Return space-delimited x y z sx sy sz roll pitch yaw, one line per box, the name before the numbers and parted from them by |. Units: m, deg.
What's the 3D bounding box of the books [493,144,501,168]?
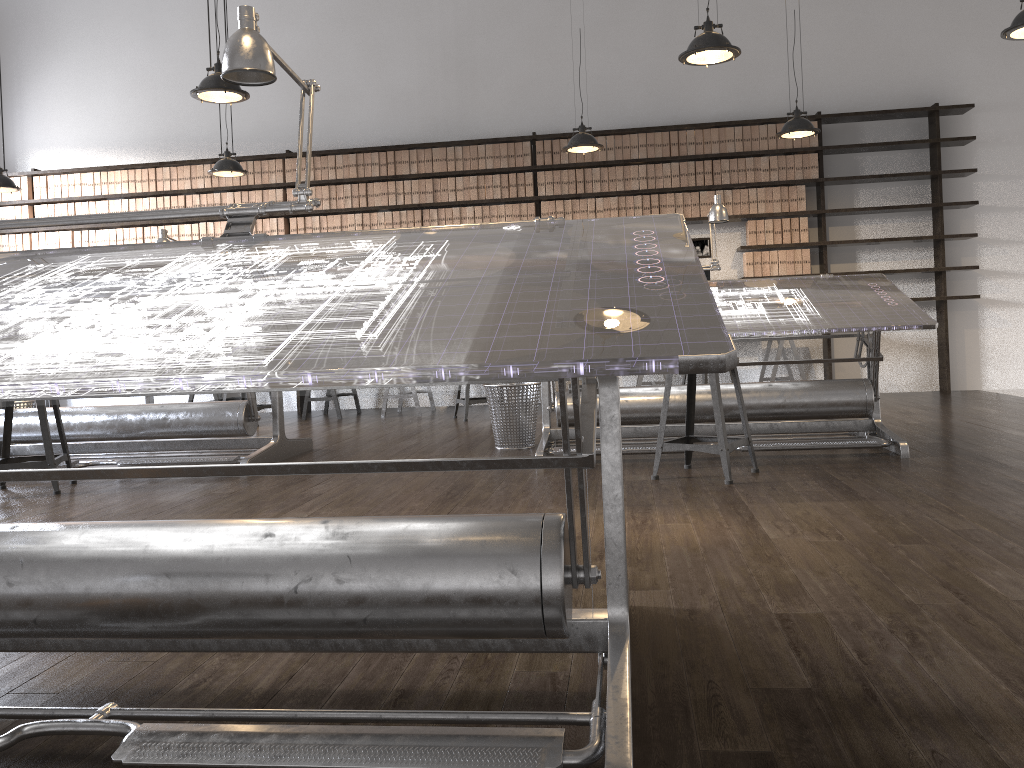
books | -0.128 -2.062 8.084 0.066 0.225 0.175 -2 1 7

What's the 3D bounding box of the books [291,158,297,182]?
books | -2.004 -1.993 8.316 0.067 0.226 0.175 -2 1 7

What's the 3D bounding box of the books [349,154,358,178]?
books | -1.452 -2.014 8.247 0.067 0.226 0.175 -2 1 7

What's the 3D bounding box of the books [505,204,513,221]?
books | -0.012 -1.514 8.069 0.066 0.225 0.175 -2 1 7

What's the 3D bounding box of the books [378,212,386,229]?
books | -1.189 -1.471 8.221 0.066 0.225 0.174 -2 1 7

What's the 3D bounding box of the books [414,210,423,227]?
books | -0.844 -1.484 8.176 0.067 0.226 0.175 -2 1 7

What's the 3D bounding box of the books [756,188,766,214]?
books | 2.184 -1.601 7.795 0.066 0.225 0.175 -2 1 7

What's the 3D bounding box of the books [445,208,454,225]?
books | -0.558 -1.494 8.145 0.066 0.225 0.175 -2 1 7

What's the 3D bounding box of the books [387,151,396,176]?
books | -1.100 -2.027 8.203 0.067 0.226 0.175 -2 1 7

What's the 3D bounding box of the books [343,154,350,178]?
books | -1.518 -2.012 8.260 0.066 0.225 0.175 -2 1 7

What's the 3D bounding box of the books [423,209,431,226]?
books | -0.769 -1.487 8.172 0.066 0.225 0.175 -2 1 7

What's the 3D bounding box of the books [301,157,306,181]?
books | -1.932 -1.996 8.307 0.066 0.225 0.175 -2 1 7

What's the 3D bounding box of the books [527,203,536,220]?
books | 0.187 -1.521 8.050 0.066 0.225 0.175 -2 1 7

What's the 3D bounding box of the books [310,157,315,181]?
books | -1.860 -1.999 8.301 0.066 0.225 0.174 -2 1 7

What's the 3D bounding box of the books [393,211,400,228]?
books | -1.046 -1.476 8.200 0.067 0.226 0.175 -2 1 7

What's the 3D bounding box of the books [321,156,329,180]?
books | -1.722 -2.004 8.286 0.066 0.225 0.175 -2 1 7

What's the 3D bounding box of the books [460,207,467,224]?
books | -0.425 -1.499 8.127 0.066 0.225 0.175 -2 1 7

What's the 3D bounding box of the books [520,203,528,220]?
books | 0.117 -1.519 8.058 0.066 0.225 0.175 -2 1 7

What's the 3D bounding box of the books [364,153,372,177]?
books | -1.314 -2.019 8.235 0.066 0.225 0.174 -2 1 7

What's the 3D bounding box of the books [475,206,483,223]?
books | -0.292 -1.504 8.106 0.067 0.226 0.175 -2 1 7

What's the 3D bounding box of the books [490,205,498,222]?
books | -0.152 -1.509 8.095 0.066 0.225 0.174 -2 1 7

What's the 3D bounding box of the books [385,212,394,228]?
books | -1.117 -1.473 8.209 0.066 0.225 0.175 -2 1 7

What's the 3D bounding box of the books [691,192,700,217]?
books | 1.624 -1.580 7.868 0.066 0.225 0.175 -2 1 7

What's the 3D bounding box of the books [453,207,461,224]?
books | -0.492 -1.496 8.130 0.067 0.226 0.175 -2 1 7

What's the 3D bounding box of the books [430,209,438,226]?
books | -0.699 -1.489 8.158 0.066 0.225 0.174 -2 1 7

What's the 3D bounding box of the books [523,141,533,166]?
books | 0.145 -2.072 8.047 0.066 0.225 0.174 -2 1 7

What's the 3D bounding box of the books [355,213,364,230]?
books | -1.397 -1.463 8.246 0.067 0.226 0.175 -2 1 7

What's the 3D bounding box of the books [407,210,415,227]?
books | -0.917 -1.481 8.191 0.066 0.225 0.175 -2 1 7

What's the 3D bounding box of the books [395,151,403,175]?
books | -1.026 -2.030 8.199 0.066 0.225 0.175 -2 1 7

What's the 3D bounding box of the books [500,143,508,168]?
books | -0.063 -2.064 8.071 0.067 0.226 0.175 -2 1 7

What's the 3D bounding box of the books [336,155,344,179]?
books | -1.580 -2.009 8.266 0.066 0.225 0.175 -2 1 7

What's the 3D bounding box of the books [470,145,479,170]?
books | -0.332 -2.055 8.110 0.066 0.225 0.175 -2 1 7

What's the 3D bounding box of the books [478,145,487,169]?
books | -0.263 -2.057 8.098 0.067 0.226 0.175 -2 1 7

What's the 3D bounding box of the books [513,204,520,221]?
books | 0.054 -1.516 8.061 0.067 0.226 0.175 -2 1 7

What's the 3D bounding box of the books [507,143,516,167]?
books | 0.005 -2.067 8.069 0.066 0.225 0.175 -2 1 7

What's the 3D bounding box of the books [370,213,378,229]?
books | -1.257 -1.469 8.234 0.066 0.225 0.174 -2 1 7

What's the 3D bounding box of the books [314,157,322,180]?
books | -1.791 -2.002 8.296 0.066 0.225 0.174 -2 1 7

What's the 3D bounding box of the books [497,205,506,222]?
books | -0.083 -1.511 8.082 0.066 0.225 0.174 -2 1 7

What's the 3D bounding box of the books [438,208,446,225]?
books | -0.629 -1.492 8.154 0.066 0.225 0.174 -2 1 7

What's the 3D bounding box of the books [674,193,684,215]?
books | 1.486 -1.575 7.884 0.066 0.225 0.174 -2 1 7

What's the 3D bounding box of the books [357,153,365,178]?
books | -1.385 -2.016 8.244 0.066 0.225 0.175 -2 1 7

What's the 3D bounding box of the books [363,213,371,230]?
books | -1.327 -1.466 8.241 0.066 0.225 0.175 -2 1 7

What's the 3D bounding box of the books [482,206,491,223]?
books | -0.222 -1.507 8.101 0.066 0.225 0.175 -2 1 7

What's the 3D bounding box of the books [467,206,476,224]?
books | -0.363 -1.501 8.117 0.066 0.225 0.175 -2 1 7

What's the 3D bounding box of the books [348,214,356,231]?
books | -1.468 -1.461 8.257 0.066 0.225 0.175 -2 1 7

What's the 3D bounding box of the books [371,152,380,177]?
books | -1.245 -2.021 8.222 0.066 0.225 0.174 -2 1 7

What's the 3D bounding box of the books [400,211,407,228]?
books | -0.982 -1.479 8.196 0.066 0.225 0.175 -2 1 7

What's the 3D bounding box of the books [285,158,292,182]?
books | -2.066 -1.991 8.328 0.066 0.225 0.175 -2 1 7

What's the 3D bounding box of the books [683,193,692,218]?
books | 1.555 -1.578 7.879 0.066 0.225 0.174 -2 1 7

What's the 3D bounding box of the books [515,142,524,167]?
books | 0.075 -2.070 8.060 0.066 0.225 0.174 -2 1 7

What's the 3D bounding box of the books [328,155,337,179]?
books | -1.652 -2.006 8.273 0.067 0.226 0.175 -2 1 7

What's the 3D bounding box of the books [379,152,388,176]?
books | -1.174 -2.024 8.218 0.066 0.225 0.175 -2 1 7
